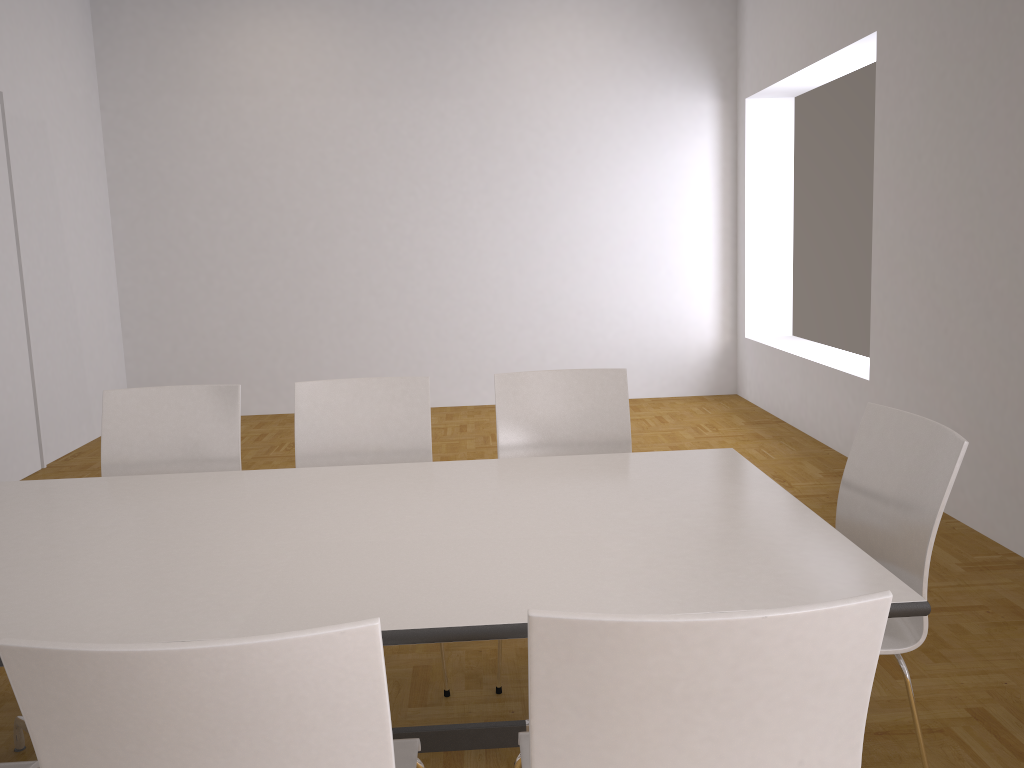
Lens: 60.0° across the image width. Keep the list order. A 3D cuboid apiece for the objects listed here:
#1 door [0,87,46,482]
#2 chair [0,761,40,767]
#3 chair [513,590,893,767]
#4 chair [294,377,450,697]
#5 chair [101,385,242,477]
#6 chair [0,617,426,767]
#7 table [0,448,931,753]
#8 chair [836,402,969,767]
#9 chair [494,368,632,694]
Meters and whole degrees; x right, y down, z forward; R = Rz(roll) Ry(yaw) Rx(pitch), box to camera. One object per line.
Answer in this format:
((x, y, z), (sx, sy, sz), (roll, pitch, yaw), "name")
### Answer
((-3.163, -0.584, 5.328), (0.132, 2.446, 0.874), (-2, 8, -2), "door")
((-1.098, 0.757, 1.384), (0.561, 0.928, 0.577), (-2, 8, -2), "chair")
((0.261, 0.700, 1.443), (0.561, 0.928, 0.577), (-2, 8, -2), "chair")
((-0.501, 0.481, 2.954), (0.561, 0.928, 0.577), (-2, 8, -2), "chair")
((-1.160, 0.509, 2.925), (0.561, 0.928, 0.577), (-2, 8, -2), "chair")
((-0.398, 0.728, 1.414), (0.561, 0.928, 0.577), (-2, 8, -2), "chair")
((-0.462, 0.704, 2.198), (2.411, 0.720, 1.214), (-2, 9, -2), "table")
((0.755, 0.556, 2.219), (0.575, 0.928, 0.562), (-2, 8, -2), "chair")
((0.199, 0.451, 2.984), (0.561, 0.928, 0.577), (-2, 8, -2), "chair")
